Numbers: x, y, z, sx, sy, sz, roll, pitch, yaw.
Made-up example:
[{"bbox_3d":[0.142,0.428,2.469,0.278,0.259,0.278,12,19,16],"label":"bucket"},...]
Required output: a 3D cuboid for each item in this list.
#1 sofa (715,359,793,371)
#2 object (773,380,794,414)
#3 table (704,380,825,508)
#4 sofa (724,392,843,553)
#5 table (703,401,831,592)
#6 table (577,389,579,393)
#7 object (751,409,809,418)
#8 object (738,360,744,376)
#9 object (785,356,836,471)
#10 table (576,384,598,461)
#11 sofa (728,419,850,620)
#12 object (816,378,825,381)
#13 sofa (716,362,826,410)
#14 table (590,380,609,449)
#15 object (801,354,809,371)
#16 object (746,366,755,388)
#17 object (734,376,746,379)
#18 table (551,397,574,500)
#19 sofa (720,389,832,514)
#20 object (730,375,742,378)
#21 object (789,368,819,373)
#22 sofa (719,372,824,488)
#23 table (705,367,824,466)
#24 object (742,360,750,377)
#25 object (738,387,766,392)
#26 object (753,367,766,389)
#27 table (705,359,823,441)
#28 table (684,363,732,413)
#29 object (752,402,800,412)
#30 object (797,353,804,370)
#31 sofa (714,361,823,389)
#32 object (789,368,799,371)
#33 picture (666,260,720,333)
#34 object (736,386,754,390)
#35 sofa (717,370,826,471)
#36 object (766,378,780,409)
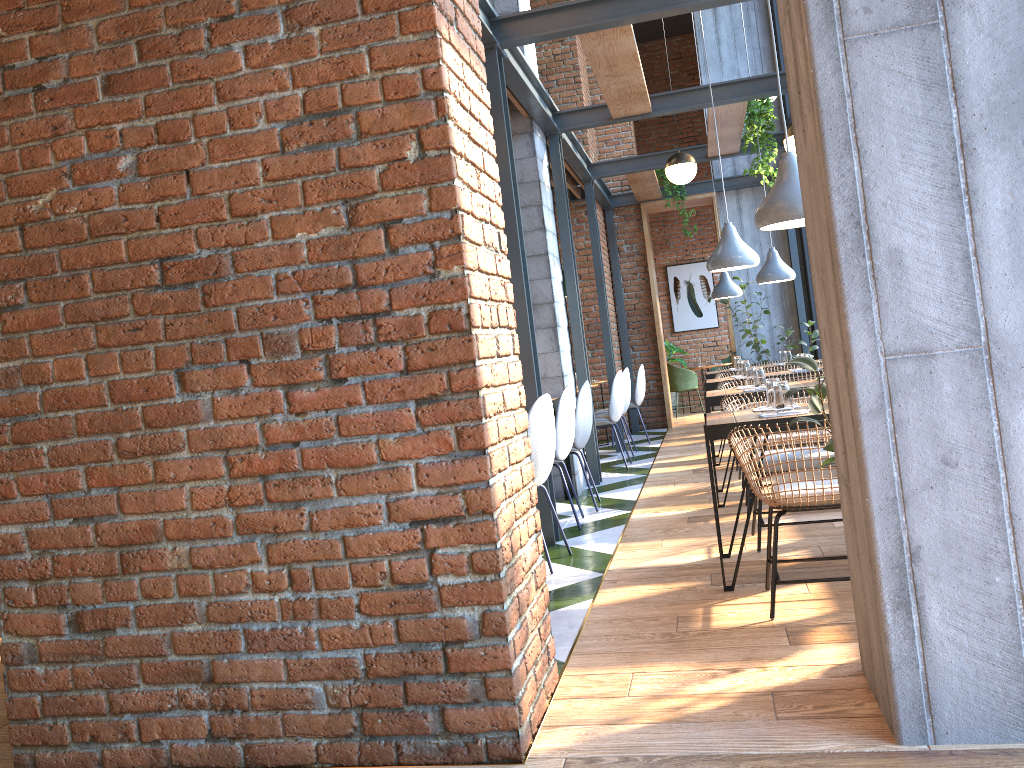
[{"bbox_3d":[2.898,0.124,10.132,1.090,0.734,0.471,-7,-1,12],"label":"sofa"},{"bbox_3d":[1.173,0.055,3.844,0.080,0.138,0.080,-7,-1,-14],"label":"object"},{"bbox_3d":[1.950,0.349,5.804,1.270,0.707,0.658,-7,0,12],"label":"table"},{"bbox_3d":[1.658,0.401,4.477,1.090,0.734,0.471,-7,-1,12],"label":"sofa"},{"bbox_3d":[1.539,0.441,3.927,1.270,0.707,0.658,-7,0,12],"label":"table"},{"bbox_3d":[0.395,0.457,8.275,0.698,0.748,0.700,-7,0,23],"label":"table"},{"bbox_3d":[1.156,0.124,3.824,0.242,0.019,0.157,-6,1,13],"label":"object"},{"bbox_3d":[2.048,-0.142,7.889,0.080,0.138,0.080,-7,-1,34],"label":"object"},{"bbox_3d":[1.441,0.074,2.941,0.857,1.499,0.900,-7,-1,31],"label":"object"},{"bbox_3d":[0.586,0.414,9.146,0.701,0.748,0.697,-7,0,-35],"label":"table"},{"bbox_3d":[1.416,0.456,3.374,1.090,0.734,0.471,-7,-1,12],"label":"sofa"},{"bbox_3d":[2.160,-0.044,5.929,0.242,0.019,0.157,-6,1,14],"label":"object"},{"bbox_3d":[2.479,0.217,8.220,1.090,0.734,0.471,-7,-1,12],"label":"sofa"},{"bbox_3d":[0.803,0.365,10.136,0.701,0.748,0.697,-7,0,-31],"label":"table"},{"bbox_3d":[2.486,-0.185,7.504,0.080,0.138,0.080,-7,-1,-13],"label":"object"},{"bbox_3d":[1.631,-0.049,6.022,0.080,0.138,0.080,-7,-1,14],"label":"object"},{"bbox_3d":[1.996,-0.063,7.599,0.242,0.019,0.157,-6,1,14],"label":"object"},{"bbox_3d":[-0.176,0.580,5.461,0.657,0.766,2.775,-7,1,13],"label":"table"},{"bbox_3d":[1.828,0.363,5.255,1.090,0.734,0.471,-7,-1,12],"label":"sofa"},{"bbox_3d":[2.072,-0.079,7.908,0.242,0.019,0.157,-7,1,11],"label":"object"},{"bbox_3d":[2.468,-0.116,7.485,0.242,0.019,0.157,-6,1,14],"label":"object"},{"bbox_3d":[2.070,0.309,6.358,1.090,0.734,0.471,-7,-1,12],"label":"sofa"},{"bbox_3d":[2.360,0.257,7.669,1.270,0.707,0.658,-7,0,12],"label":"table"},{"bbox_3d":[2.014,-0.132,7.618,0.080,0.138,0.080,-7,-1,-13],"label":"object"},{"bbox_3d":[1.577,0.031,5.692,0.242,0.019,0.157,-6,1,14],"label":"object"},{"bbox_3d":[1.595,-0.038,5.711,0.080,0.138,0.080,-7,-1,-12],"label":"object"},{"bbox_3d":[2.777,0.164,9.574,1.270,0.707,0.658,-7,0,12],"label":"table"},{"bbox_3d":[2.935,0.069,13.312,0.807,0.688,0.807,-7,0,-4],"label":"table"},{"bbox_3d":[1.248,0.106,4.146,0.242,0.019,0.157,-6,1,13],"label":"object"},{"bbox_3d":[2.543,-0.199,7.787,0.080,0.138,0.080,-6,-1,-22],"label":"object"},{"bbox_3d":[2.656,0.178,9.030,1.090,0.734,0.471,-7,-1,12],"label":"sofa"},{"bbox_3d":[2.564,-0.135,7.806,0.242,0.019,0.157,-6,1,15],"label":"object"},{"bbox_3d":[2.900,-1.403,14.233,0.724,1.096,0.023,-7,-1,12],"label":"picture"},{"bbox_3d":[1.655,0.014,6.041,0.242,0.019,0.157,-7,1,11],"label":"object"},{"bbox_3d":[2.237,0.272,7.117,1.090,0.734,0.471,-7,-1,12],"label":"sofa"},{"bbox_3d":[1.223,0.043,4.127,0.080,0.138,0.080,-7,-1,-14],"label":"object"}]
